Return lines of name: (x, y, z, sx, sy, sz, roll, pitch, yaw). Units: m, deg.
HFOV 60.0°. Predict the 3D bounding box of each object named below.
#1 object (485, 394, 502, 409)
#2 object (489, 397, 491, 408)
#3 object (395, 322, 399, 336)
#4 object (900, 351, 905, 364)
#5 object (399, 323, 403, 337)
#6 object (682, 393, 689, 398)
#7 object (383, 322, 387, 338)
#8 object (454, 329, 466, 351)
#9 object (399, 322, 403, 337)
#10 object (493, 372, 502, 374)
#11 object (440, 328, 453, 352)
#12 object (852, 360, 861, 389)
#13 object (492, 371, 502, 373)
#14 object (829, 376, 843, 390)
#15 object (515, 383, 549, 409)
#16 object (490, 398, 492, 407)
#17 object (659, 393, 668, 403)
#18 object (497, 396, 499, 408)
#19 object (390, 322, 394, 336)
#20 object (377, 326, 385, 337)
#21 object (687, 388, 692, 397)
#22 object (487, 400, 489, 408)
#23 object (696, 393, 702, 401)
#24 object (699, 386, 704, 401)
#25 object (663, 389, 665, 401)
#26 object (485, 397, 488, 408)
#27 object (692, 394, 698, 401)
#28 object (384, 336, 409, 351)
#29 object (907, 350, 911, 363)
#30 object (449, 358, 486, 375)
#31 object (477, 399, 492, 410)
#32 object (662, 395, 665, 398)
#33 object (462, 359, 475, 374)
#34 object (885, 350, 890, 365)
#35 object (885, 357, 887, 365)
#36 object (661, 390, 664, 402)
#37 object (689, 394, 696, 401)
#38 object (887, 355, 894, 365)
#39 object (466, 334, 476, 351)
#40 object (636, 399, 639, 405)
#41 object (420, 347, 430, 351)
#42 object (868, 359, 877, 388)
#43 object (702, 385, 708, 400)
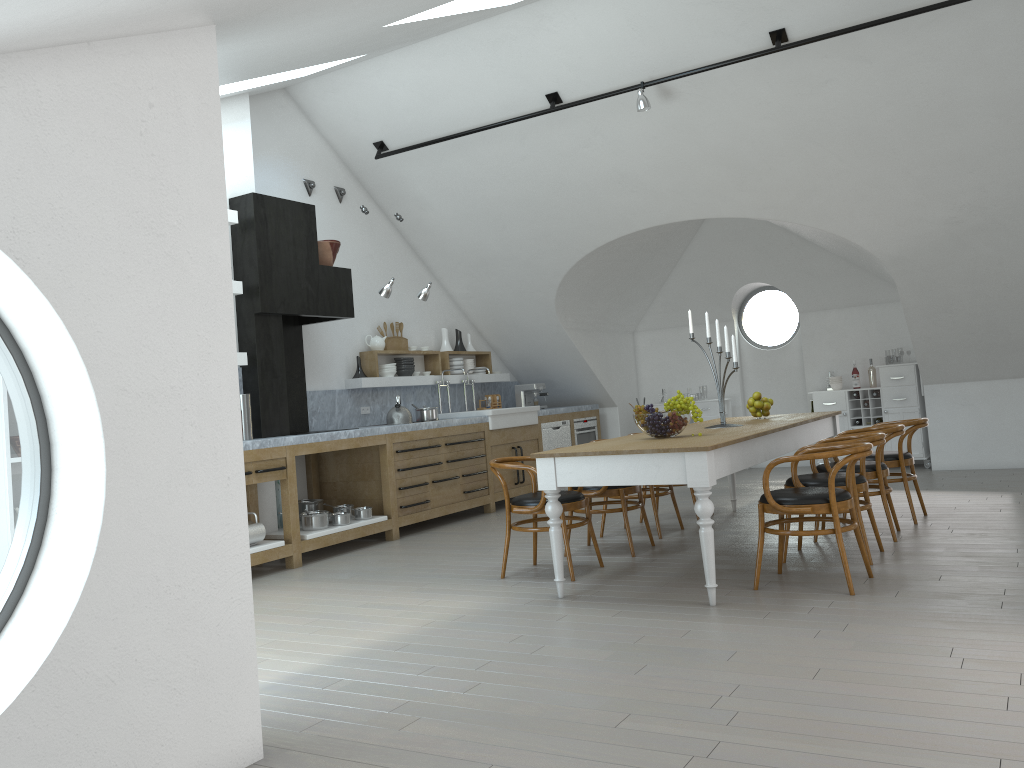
object: (-0.219, 0.235, 10.523, 0.104, 0.223, 0.200, -6, -2, 31)
object: (-0.256, 0.242, 10.343, 0.040, 0.192, 0.042, -3, -3, -23)
object: (-1.182, -0.491, 9.151, 0.019, 0.300, 0.057, -6, -3, 31)
object: (4.367, -0.297, 9.915, 0.046, 0.143, 0.046, -7, -3, 42)
object: (-1.148, -0.492, 9.248, 0.030, 0.294, 0.057, -6, -3, 31)
object: (2.152, 0.172, 10.976, 0.081, 0.105, 0.082, -7, -3, 44)
object: (-1.278, -0.487, 9.030, 0.027, 0.299, 0.055, -6, -3, 31)
object: (-0.602, -0.496, 10.094, 0.156, 0.268, 0.156, -6, -3, 35)
object: (-1.152, -0.492, 9.208, 0.039, 0.298, 0.068, -6, -3, 31)
object: (-0.219, -0.121, 10.655, 0.213, 0.025, 0.213, -5, -1, 18)
object: (-0.740, -0.489, 9.870, 0.156, 0.268, 0.156, -5, -2, 20)
object: (3.953, -0.109, 10.199, 0.081, 0.330, 0.081, -6, -3, 27)
object: (-0.219, -0.130, 10.656, 0.213, 0.025, 0.213, -5, -1, 18)
object: (3.761, -0.007, 10.284, 0.158, 0.160, 0.154, -3, -2, -31)
object: (0.283, 0.156, 10.757, 0.386, 0.321, 0.324, -6, -2, 31)
object: (-0.255, 0.255, 10.357, 0.044, 0.179, 0.019, -5, -3, 15)
object: (1.941, 0.183, 11.376, 0.101, 0.138, 0.067, -6, -3, 31)
object: (-0.168, 0.238, 10.532, 0.040, 0.192, 0.042, -4, -3, -9)
object: (-1.217, -0.489, 9.132, 0.040, 0.300, 0.061, -6, -3, 28)
object: (-1.294, -0.468, 8.997, 0.016, 0.259, 0.199, -7, -3, 41)
object: (2.212, 0.136, 11.030, 0.048, 0.169, 0.048, -5, -3, 18)
object: (-0.278, 0.256, 10.326, 0.019, 0.179, 0.044, -4, -3, -4)
object: (2.320, 0.161, 10.958, 0.071, 0.099, 0.071, -3, -3, -36)
object: (2.357, 0.119, 11.017, 0.054, 0.179, 0.054, -5, -3, 8)
object: (1.952, 0.149, 11.358, 0.039, 0.164, 0.024, -7, -4, 44)
object: (-0.292, 0.248, 10.341, 0.019, 0.196, 0.022, -6, -3, 19)
object: (2.289, 0.168, 11.044, 0.094, 0.093, 0.093, -5, -2, 18)
object: (-1.202, -0.411, 9.123, 0.084, 0.158, 0.353, -6, -2, 31)
object: (4.440, -0.303, 9.909, 0.046, 0.143, 0.046, -7, -3, 42)
object: (-0.522, -0.196, 10.143, 0.197, 0.196, 0.657, -6, -2, 30)
object: (-0.322, 0.265, 10.326, 0.100, 0.171, 0.173, -6, -2, 33)
object: (1.944, 0.163, 11.383, 0.097, 0.137, 0.029, -6, -3, 34)
object: (-0.502, -0.200, 10.132, 0.158, 0.160, 0.154, -3, -2, -31)
object: (4.239, -0.296, 9.988, 0.048, 0.169, 0.048, -3, -3, -27)
object: (4.284, -0.261, 10.050, 0.094, 0.093, 0.093, -4, -2, -27)
object: (1.932, 0.149, 11.387, 0.039, 0.175, 0.054, -6, -3, 31)
object: (2.238, 0.175, 10.967, 0.077, 0.085, 0.077, -5, -2, 18)
object: (4.234, -0.265, 9.905, 0.082, 0.105, 0.081, -4, -2, -21)
object: (-0.493, -0.477, 10.291, 0.156, 0.219, 0.156, -5, -2, 12)
object: (1.630, 0.308, 11.278, 0.088, 0.269, 0.029, -5, -3, 4)
object: (-0.934, -0.374, 9.533, 0.098, 0.049, 0.098, -5, -2, 28)
object: (4.104, -0.124, 10.101, 0.085, 0.331, 0.085, -4, -3, -10)
object: (2.389, 0.112, 10.963, 0.063, 0.187, 0.063, -5, -3, 16)
